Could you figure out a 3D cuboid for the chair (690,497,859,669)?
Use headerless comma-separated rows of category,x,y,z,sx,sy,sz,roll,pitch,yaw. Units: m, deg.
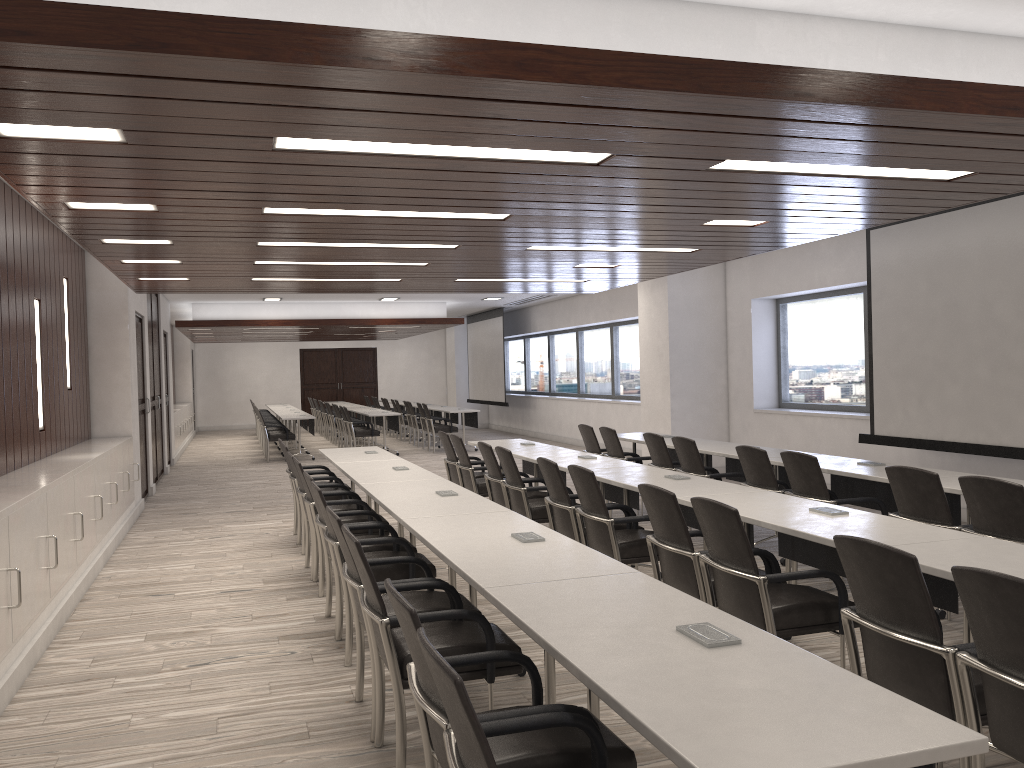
chair,1.142,0.945,3.863,0.638,0.939,0.513,-2,1,-17

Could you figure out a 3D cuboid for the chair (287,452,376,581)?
chair,-1.385,0.972,6.806,0.638,0.939,0.513,-2,1,-18

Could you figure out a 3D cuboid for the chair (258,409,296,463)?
chair,-4.230,0.915,15.955,0.638,0.939,0.513,-2,1,-16

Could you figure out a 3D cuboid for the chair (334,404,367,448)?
chair,-3.239,0.859,17.862,0.638,0.939,0.513,-2,1,-18

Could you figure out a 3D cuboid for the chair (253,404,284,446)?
chair,-5.300,0.894,19.347,0.638,0.939,0.513,-2,1,-17

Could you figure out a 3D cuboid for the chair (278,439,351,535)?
chair,-1.838,0.963,8.269,0.638,0.939,0.513,-2,1,-18

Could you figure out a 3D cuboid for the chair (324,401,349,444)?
chair,-3.859,0.847,19.804,0.638,0.939,0.513,-2,1,-17

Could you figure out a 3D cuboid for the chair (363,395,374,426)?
chair,-3.788,0.773,24.611,0.638,0.939,0.513,-2,1,-17

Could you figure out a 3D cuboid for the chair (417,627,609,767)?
chair,0.130,1.002,1.966,0.638,0.939,0.513,-2,1,-17

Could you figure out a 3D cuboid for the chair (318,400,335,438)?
chair,-4.307,0.838,21.268,0.638,0.939,0.513,-2,1,-17

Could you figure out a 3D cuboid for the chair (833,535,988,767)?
chair,1.434,0.951,2.916,0.638,0.939,0.513,-2,1,-18

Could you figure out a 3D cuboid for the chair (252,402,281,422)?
chair,-5.751,0.885,20.811,0.638,0.939,0.513,-2,1,-18

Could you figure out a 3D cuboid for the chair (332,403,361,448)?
chair,-3.393,0.856,18.358,0.638,0.939,0.513,-2,1,-18

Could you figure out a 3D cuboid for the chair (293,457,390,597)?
chair,-1.216,0.974,6.314,0.638,0.939,0.513,-2,1,-17

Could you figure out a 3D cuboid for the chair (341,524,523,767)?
chair,-0.314,0.993,3.403,0.638,0.939,0.513,-2,1,-17

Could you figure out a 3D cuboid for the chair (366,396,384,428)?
chair,-3.640,0.777,24.111,0.638,0.939,0.513,-2,1,-16

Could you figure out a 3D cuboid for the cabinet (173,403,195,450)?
cabinet,-7.517,0.869,19.891,0.476,0.698,7.540,-2,1,-17

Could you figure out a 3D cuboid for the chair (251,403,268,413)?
chair,-6.217,0.876,22.262,0.638,0.939,0.513,-2,1,-17

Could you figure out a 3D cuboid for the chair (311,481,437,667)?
chair,-0.762,0.983,4.857,0.638,0.939,0.513,-2,1,-17

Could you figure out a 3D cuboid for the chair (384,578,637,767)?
chair,-0.016,0.998,2.469,0.638,0.939,0.513,-2,1,-18

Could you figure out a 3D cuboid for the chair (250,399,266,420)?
chair,-6.665,0.867,23.713,0.638,0.939,0.513,-2,1,-17

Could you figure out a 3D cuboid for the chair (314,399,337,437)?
chair,-4.610,0.832,22.221,0.638,0.939,0.513,-2,1,-17

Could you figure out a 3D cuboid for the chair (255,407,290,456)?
chair,-4.692,0.906,17.409,0.638,0.939,0.513,-2,1,-18

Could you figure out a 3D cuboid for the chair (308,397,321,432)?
chair,-5.223,0.820,24.165,0.638,0.939,0.513,-2,1,-18

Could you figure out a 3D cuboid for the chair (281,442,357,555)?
chair,-1.679,0.966,7.763,0.638,0.939,0.513,-2,1,-18

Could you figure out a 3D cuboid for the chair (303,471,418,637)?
chair,-0.920,0.980,5.364,0.638,0.939,0.513,-2,1,-18

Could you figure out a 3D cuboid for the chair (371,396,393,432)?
chair,-3.342,0.782,23.167,0.638,0.939,0.513,-2,1,-17

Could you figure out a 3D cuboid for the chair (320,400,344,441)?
chair,-4.160,0.841,20.765,0.638,0.939,0.513,-2,1,-17

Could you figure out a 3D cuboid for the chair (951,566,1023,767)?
chair,1.589,0.954,2.424,0.638,0.939,0.513,-2,1,-17

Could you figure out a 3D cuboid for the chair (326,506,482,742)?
chair,-0.480,0.990,3.911,0.638,0.939,0.513,-2,1,-18

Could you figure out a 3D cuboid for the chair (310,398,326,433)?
chair,-5.053,0.823,23.675,0.638,0.939,0.513,-2,1,-17

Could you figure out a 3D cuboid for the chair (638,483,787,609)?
chair,0.978,0.942,4.357,0.638,0.939,0.513,-2,1,-18

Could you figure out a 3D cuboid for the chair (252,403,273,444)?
chair,-5.609,0.888,20.306,0.638,0.939,0.513,-2,1,-17

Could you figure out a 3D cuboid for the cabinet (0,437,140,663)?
cabinet,-3.209,0.954,6.115,0.476,0.698,7.540,-2,1,-17

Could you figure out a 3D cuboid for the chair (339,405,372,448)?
chair,-2.957,0.865,16.912,0.638,0.939,0.513,-2,1,-18

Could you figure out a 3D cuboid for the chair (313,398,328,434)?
chair,-4.757,0.829,22.719,0.638,0.939,0.513,-2,1,-17

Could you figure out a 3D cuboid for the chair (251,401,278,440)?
chair,-6.059,0.879,21.761,0.638,0.939,0.513,-2,1,-18

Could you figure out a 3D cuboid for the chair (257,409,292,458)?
chair,-4.394,0.912,16.451,0.638,0.939,0.513,-2,1,-18

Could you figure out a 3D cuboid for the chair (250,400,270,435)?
chair,-6.506,0.870,23.214,0.638,0.939,0.513,-2,1,-18

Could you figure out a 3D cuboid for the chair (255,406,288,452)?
chair,-4.850,0.903,17.918,0.638,0.939,0.513,-2,1,-17

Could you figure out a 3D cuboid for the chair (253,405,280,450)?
chair,-5.151,0.897,18.849,0.638,0.939,0.513,-2,1,-17

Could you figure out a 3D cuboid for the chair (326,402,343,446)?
chair,-3.701,0.850,19.311,0.638,0.939,0.513,-2,1,-17
